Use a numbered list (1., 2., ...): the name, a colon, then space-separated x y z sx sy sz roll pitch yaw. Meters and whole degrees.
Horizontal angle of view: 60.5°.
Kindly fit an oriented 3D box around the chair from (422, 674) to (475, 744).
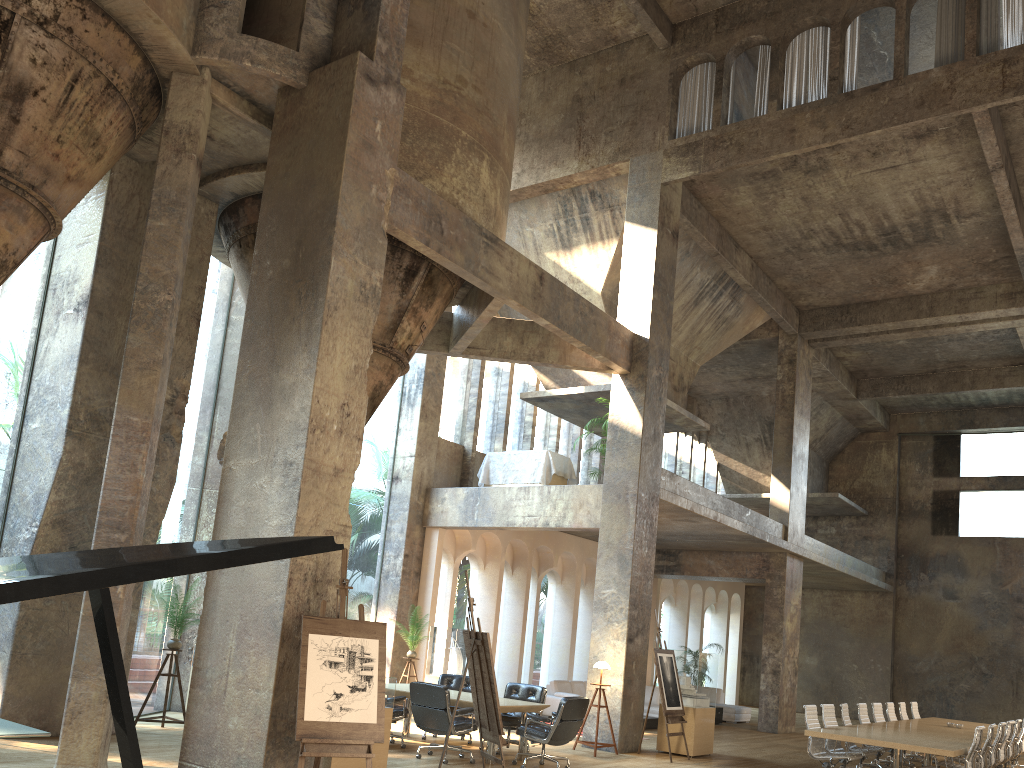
1. chair: -0.840 4.522 12.264 0.728 0.872 0.843 4 -12 10

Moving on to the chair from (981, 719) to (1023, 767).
1. chair: 7.706 5.716 13.764 0.700 1.002 0.680 -2 -13 35

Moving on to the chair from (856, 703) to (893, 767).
1. chair: 5.474 5.297 13.056 0.702 1.002 0.678 -4 -15 41

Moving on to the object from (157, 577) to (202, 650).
1. object: -4.000 2.744 10.619 0.862 0.918 0.702 -4 -15 39

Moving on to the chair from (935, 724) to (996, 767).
1. chair: 5.615 4.688 10.863 0.701 1.002 0.679 -3 -14 39

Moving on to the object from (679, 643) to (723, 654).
1. object: 4.755 7.610 22.893 1.408 1.771 1.383 -5 -15 42

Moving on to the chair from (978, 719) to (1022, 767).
1. chair: 7.176 5.451 13.014 0.702 1.002 0.678 -4 -15 41

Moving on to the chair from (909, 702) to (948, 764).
1. chair: 7.586 6.328 15.961 0.702 1.002 0.678 -4 -15 42

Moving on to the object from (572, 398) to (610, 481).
1. object: 1.844 1.010 15.048 1.408 1.768 1.383 -5 -15 42

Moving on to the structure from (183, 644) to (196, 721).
1. structure: -3.699 3.971 11.525 0.737 0.991 0.760 -3 -14 36

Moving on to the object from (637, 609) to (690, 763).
1. object: 2.223 4.360 12.781 0.685 2.098 0.716 -1 -11 35

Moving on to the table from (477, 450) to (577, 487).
1. table: 0.266 1.692 16.189 1.755 0.783 1.140 -5 -17 36

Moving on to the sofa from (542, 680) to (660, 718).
1. sofa: 2.180 6.491 17.866 2.071 0.705 2.993 -5 -19 35

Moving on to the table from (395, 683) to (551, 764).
1. table: -0.837 4.374 11.401 2.418 0.684 1.129 -6 -18 36

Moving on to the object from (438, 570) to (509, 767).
1. object: -0.343 2.884 8.463 0.690 2.098 0.711 9 -10 -21

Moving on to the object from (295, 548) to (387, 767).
1. object: -1.351 2.341 6.896 0.709 2.098 0.692 10 -10 -27

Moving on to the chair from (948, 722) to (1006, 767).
1. chair: 6.145 4.948 11.596 0.702 1.002 0.678 -4 -15 41

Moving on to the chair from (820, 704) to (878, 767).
1. chair: 4.440 4.791 11.629 0.703 1.002 0.678 -5 -15 44

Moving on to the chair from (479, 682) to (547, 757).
1. chair: -0.004 4.442 11.695 0.730 0.872 0.841 -1 -14 30

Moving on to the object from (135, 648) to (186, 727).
1. object: -4.171 3.694 10.634 0.662 0.950 0.581 9 -11 -17

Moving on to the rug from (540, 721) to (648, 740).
1. rug: 0.978 5.967 15.163 2.471 0.009 1.376 -6 -20 36

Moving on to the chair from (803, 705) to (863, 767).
1. chair: 3.968 4.543 10.920 0.702 1.002 0.678 -4 -15 41

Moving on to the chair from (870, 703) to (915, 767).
1. chair: 5.986 5.546 13.756 0.703 1.002 0.678 -5 -15 44

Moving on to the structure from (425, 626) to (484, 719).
1. structure: -1.012 4.960 15.036 0.595 1.513 0.759 -1 -12 36

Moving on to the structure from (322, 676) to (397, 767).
1. structure: -1.692 3.301 8.474 0.745 0.991 0.751 -3 -14 36

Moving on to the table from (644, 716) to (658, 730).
1. table: 2.275 6.512 16.968 0.793 0.198 1.135 -6 -19 35

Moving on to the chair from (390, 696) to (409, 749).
1. chair: -1.683 4.112 11.110 0.732 0.872 0.839 -3 -15 37

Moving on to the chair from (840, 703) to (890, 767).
1. chair: 4.929 5.034 12.316 0.700 1.002 0.680 -2 -13 35

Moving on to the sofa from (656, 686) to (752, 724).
1. sofa: 4.614 7.680 21.215 2.074 0.704 1.095 -5 -17 35

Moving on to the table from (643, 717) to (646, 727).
1. table: 2.063 6.387 16.677 0.863 0.241 0.378 -6 -18 36

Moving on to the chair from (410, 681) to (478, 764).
1. chair: -0.780 4.014 10.454 0.733 0.872 0.837 -5 -16 42

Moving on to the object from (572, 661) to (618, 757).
1. object: 1.152 4.587 12.497 0.572 1.268 0.672 -2 -12 36

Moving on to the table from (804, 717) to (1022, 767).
1. table: 6.302 5.477 12.939 1.606 0.741 7.885 -5 -19 35

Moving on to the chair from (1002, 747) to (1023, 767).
1. chair: 8.679 6.205 15.152 0.702 1.002 0.678 -4 -15 41

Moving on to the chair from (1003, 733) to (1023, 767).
1. chair: 8.203 5.958 14.446 0.703 1.002 0.678 -5 -15 44

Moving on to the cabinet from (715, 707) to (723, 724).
1. cabinet: 4.145 7.246 19.213 0.397 0.361 1.596 -3 -18 35

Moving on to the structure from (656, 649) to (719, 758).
1. structure: 2.697 4.876 13.464 0.595 1.513 0.759 -1 -12 36

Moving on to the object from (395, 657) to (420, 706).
1. object: -1.780 5.154 14.954 0.658 0.950 0.584 6 -11 1

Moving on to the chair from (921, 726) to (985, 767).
1. chair: 2.800 4.692 11.822 12.995 1.008 32.202 -6 -19 35

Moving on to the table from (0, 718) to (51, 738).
1. table: -4.302 2.673 6.331 1.877 0.533 0.962 -6 -18 36

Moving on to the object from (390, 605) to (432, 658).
1. object: -1.742 4.243 15.124 0.687 0.918 0.880 0 -13 27

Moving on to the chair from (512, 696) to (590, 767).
1. chair: 0.424 4.143 10.494 0.822 0.872 0.747 -2 -14 32

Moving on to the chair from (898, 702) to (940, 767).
1. chair: 7.035 6.060 15.207 0.701 1.002 0.679 -3 -14 39

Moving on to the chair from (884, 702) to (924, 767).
1. chair: 6.505 5.800 14.474 0.702 1.002 0.678 -4 -15 41

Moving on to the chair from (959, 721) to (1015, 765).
1. chair: 6.663 5.202 12.314 0.703 1.002 0.678 -5 -15 44
